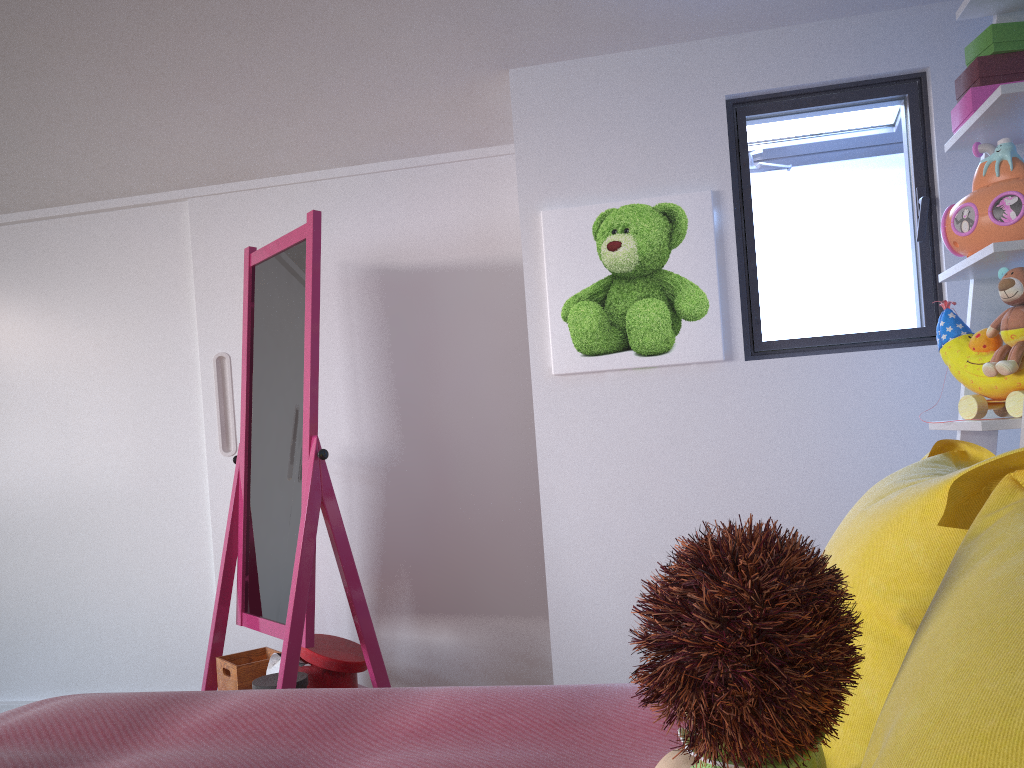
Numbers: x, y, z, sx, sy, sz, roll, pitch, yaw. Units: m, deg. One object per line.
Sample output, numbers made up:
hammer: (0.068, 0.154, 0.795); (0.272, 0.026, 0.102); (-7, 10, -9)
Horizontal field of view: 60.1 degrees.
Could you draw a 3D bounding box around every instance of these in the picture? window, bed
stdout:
window: (0.841, -0.441, 2.341); (0.586, 0.747, 0.209); (-4, 0, 11)
bed: (-0.195, 0.513, 0.819); (2.319, 0.810, 1.927); (-5, -3, 11)

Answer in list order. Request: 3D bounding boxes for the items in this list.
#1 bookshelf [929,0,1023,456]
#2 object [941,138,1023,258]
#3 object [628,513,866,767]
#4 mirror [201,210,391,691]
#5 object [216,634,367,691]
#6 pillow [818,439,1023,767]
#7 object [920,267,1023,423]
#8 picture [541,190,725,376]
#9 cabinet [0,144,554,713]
bookshelf: (0.951, -0.045, 1.676); (0.381, 1.850, 0.391); (-4, 0, 11)
object: (0.949, -0.361, 1.662); (0.157, 0.233, 0.296); (-4, -2, -18)
object: (0.157, 0.273, 0.698); (0.286, 0.341, 0.252); (-3, -2, -44)
mirror: (-0.656, 0.306, 2.491); (0.416, 1.488, 0.612); (-4, -1, -38)
object: (-0.594, 0.797, 2.507); (0.367, 0.159, 0.446); (-2, -4, -33)
pillow: (0.554, 0.149, 0.688); (0.680, 0.531, 1.346); (-5, -3, 12)
object: (0.903, -0.074, 1.657); (0.154, 0.281, 0.373); (-4, -2, -17)
picture: (0.314, -0.262, 2.338); (0.451, 0.443, 0.026); (-5, 0, 11)
cabinet: (-1.929, 0.296, 3.179); (4.235, 1.763, 0.053); (-5, 0, 11)
